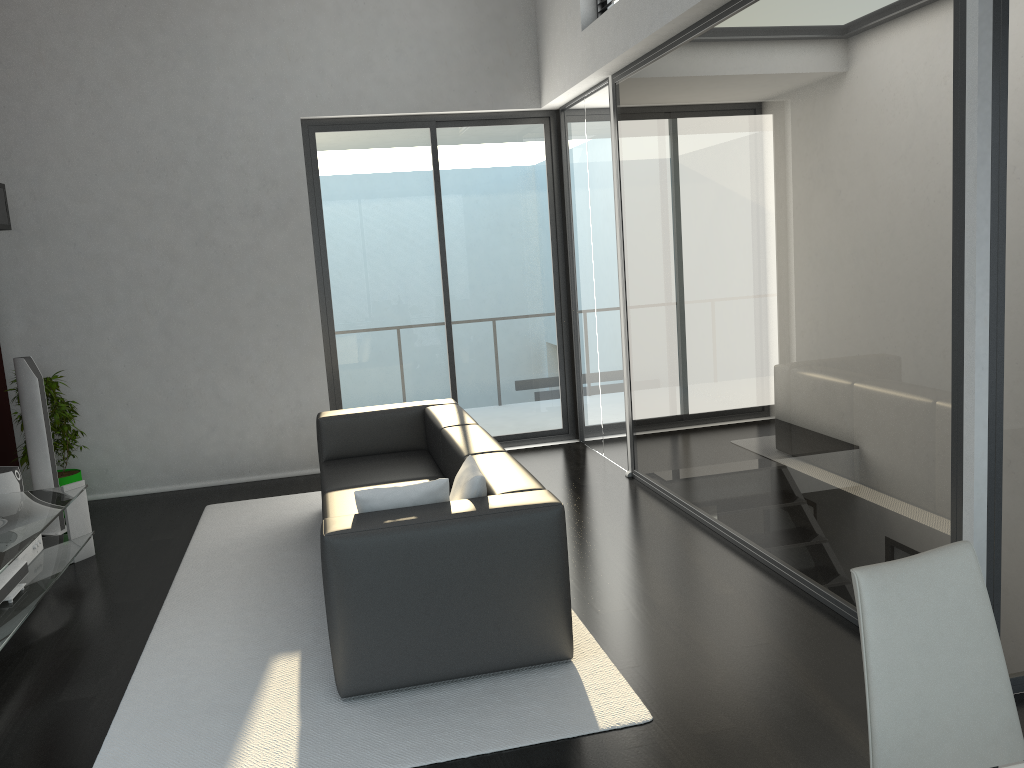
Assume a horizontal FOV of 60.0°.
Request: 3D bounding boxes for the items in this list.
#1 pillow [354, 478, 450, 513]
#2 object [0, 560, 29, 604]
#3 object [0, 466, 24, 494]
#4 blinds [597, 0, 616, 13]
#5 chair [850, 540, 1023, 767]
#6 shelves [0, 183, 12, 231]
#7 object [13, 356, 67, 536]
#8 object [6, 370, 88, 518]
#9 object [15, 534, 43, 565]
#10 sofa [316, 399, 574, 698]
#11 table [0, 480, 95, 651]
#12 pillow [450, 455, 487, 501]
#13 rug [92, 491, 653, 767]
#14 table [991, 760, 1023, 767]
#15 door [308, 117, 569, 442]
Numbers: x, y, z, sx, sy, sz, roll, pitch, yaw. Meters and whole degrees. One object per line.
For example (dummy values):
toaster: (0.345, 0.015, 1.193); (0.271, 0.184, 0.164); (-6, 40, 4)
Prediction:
pillow: (-0.434, 0.559, 3.571); (0.376, 0.358, 0.186); (-6, 9, -11)
object: (-2.470, 0.968, 4.256); (0.182, 0.090, 0.470); (-6, 9, -12)
object: (-3.107, 0.780, 5.337); (0.323, 0.518, 0.286); (-6, 9, -12)
blinds: (0.655, -2.986, 5.194); (0.048, 1.372, 1.076); (-6, 9, -12)
chair: (0.947, 0.848, 1.597); (0.471, 0.959, 0.612); (-8, 9, -22)
shelves: (-2.718, -0.697, 2.467); (0.305, 0.301, 6.988); (-6, 9, -12)
object: (-3.024, 0.393, 5.678); (0.215, 1.141, 0.228); (-4, 9, 3)
object: (-3.201, 0.401, 6.115); (0.507, 1.068, 0.599); (-8, 10, -27)
object: (-2.786, 0.924, 4.759); (0.412, 0.106, 0.449); (-6, 9, -12)
sofa: (-0.519, 0.626, 4.648); (0.943, 0.652, 2.781); (-6, 9, -12)
table: (-2.671, 0.648, 4.167); (0.771, 1.093, 2.046); (-6, 9, -12)
pillow: (-0.195, 0.518, 3.723); (0.169, 0.361, 0.376); (-6, 9, -10)
rug: (-0.825, 1.000, 4.617); (1.875, 0.009, 3.695); (-6, 9, -12)
table: (1.442, 0.993, 1.162); (2.720, 0.731, 0.940); (-6, 9, -12)
door: (-0.533, -0.766, 7.116); (1.900, 2.600, 0.050); (-6, 9, -12)
